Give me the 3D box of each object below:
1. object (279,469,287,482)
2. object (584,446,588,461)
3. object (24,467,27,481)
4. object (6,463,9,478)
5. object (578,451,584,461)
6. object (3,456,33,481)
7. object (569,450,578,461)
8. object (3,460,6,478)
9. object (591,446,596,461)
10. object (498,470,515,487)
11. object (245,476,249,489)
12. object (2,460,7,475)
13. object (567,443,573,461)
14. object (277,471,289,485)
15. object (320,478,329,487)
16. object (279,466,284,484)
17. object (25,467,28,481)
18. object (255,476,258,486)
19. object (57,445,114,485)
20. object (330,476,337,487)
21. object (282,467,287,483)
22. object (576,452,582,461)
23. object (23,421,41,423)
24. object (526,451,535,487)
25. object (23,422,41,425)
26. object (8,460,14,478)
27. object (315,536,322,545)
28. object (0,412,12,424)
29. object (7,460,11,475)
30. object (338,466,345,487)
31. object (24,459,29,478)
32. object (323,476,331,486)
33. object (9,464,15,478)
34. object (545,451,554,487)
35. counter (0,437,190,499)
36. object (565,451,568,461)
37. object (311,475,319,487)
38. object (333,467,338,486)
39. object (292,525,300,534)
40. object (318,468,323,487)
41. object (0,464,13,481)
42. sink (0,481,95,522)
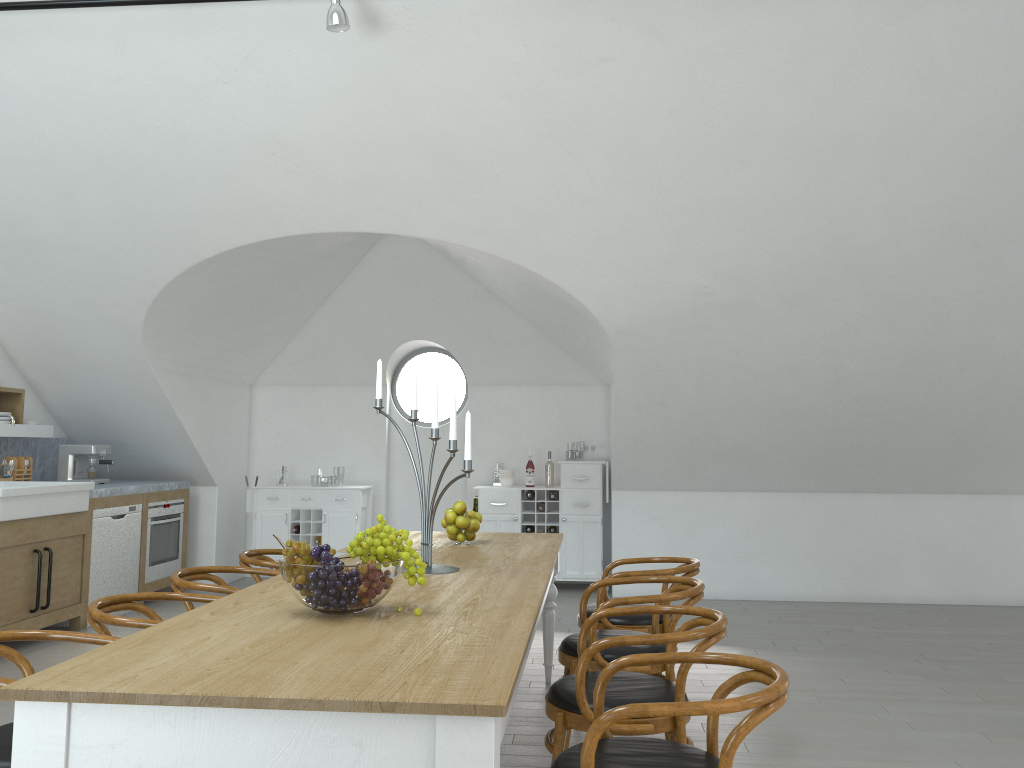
[{"bbox_3d":[-2.173,0.879,8.420,0.097,0.137,0.029,0,-6,8],"label":"object"},{"bbox_3d":[0.682,0.640,8.168,0.046,0.143,0.046,-1,-6,16],"label":"object"},{"bbox_3d":[-3.714,0.675,6.769,0.020,0.197,0.018,-3,-6,27],"label":"object"},{"bbox_3d":[-3.717,0.667,6.521,0.019,0.179,0.044,4,-7,-30],"label":"object"},{"bbox_3d":[0.637,0.670,8.252,0.071,0.099,0.071,-1,-5,13],"label":"object"},{"bbox_3d":[-3.748,0.661,6.725,0.104,0.223,0.199,0,-5,5],"label":"object"},{"bbox_3d":[0.564,0.656,8.101,0.081,0.105,0.081,-4,-7,43],"label":"object"},{"bbox_3d":[-3.735,0.658,6.529,0.019,0.196,0.022,1,-6,-7],"label":"object"},{"bbox_3d":[0.750,0.642,8.194,0.046,0.143,0.046,-1,-6,16],"label":"object"},{"bbox_3d":[-0.050,0.874,8.217,0.154,0.160,0.157,-3,-6,33],"label":"object"},{"bbox_3d":[-2.425,0.981,8.179,0.088,0.269,0.029,3,-6,-21],"label":"object"},{"bbox_3d":[-3.752,0.657,6.551,0.042,0.193,0.040,-5,-8,43],"label":"object"},{"bbox_3d":[0.535,0.629,8.180,0.048,0.170,0.048,-4,-7,38],"label":"object"},{"bbox_3d":[-2.176,0.898,8.410,0.101,0.138,0.066,0,-5,5],"label":"object"},{"bbox_3d":[-1.730,0.906,8.169,0.077,0.085,0.077,1,-5,-7],"label":"object"},{"bbox_3d":[-2.185,0.863,8.419,0.039,0.175,0.054,0,-6,5],"label":"object"},{"bbox_3d":[-3.717,0.676,6.779,0.019,0.196,0.022,0,-6,6],"label":"object"},{"bbox_3d":[-2.370,0.981,8.174,0.088,0.269,0.029,-3,-7,32],"label":"object"},{"bbox_3d":[-3.391,0.651,7.155,0.386,0.321,0.323,0,-5,5],"label":"object"},{"bbox_3d":[-1.652,0.902,8.198,0.071,0.099,0.071,-2,-6,28],"label":"object"},{"bbox_3d":[-2.154,0.864,8.402,0.039,0.165,0.024,-1,-6,18],"label":"object"},{"bbox_3d":[0.601,0.671,8.177,0.077,0.085,0.077,-1,-5,13],"label":"object"},{"bbox_3d":[-3.769,0.305,6.877,0.213,0.025,0.213,1,-4,-7],"label":"object"},{"bbox_3d":[0.169,0.791,8.231,0.081,0.330,0.081,0,-6,1],"label":"object"},{"bbox_3d":[-3.769,0.314,6.877,0.213,0.025,0.213,1,-4,-7],"label":"object"},{"bbox_3d":[-3.703,0.657,6.547,0.042,0.193,0.040,-5,-8,41],"label":"object"},{"bbox_3d":[-1.744,1.434,8.114,0.082,0.083,0.316,0,-4,5],"label":"object"},{"bbox_3d":[-3.812,0.182,6.295,0.198,0.196,0.655,0,-4,5],"label":"object"},{"bbox_3d":[-3.722,0.660,6.548,0.023,0.196,0.018,0,-6,0],"label":"object"},{"bbox_3d":[-1.587,0.861,8.235,0.063,0.187,0.063,1,-6,-10],"label":"object"},{"bbox_3d":[-3.706,0.671,6.755,0.040,0.193,0.042,4,-7,-34],"label":"object"},{"bbox_3d":[-1.718,0.909,8.261,0.094,0.094,0.093,1,-5,-7],"label":"object"},{"bbox_3d":[-3.709,0.670,6.558,0.044,0.179,0.019,1,-6,-10],"label":"object"},{"bbox_3d":[0.348,0.790,8.209,0.085,0.332,0.085,4,-7,-36],"label":"object"},{"bbox_3d":[-3.602,0.389,4.776,0.961,0.621,6.558,0,-4,5],"label":"counter"},{"bbox_3d":[0.545,0.672,8.251,0.093,0.094,0.094,-3,-6,38],"label":"object"},{"bbox_3d":[-1.811,0.894,8.141,0.082,0.105,0.081,-1,-5,18],"label":"object"},{"bbox_3d":[-1.640,0.867,8.270,0.054,0.179,0.054,2,-6,-17],"label":"object"},{"bbox_3d":[-1.945,1.329,8.105,0.082,0.085,0.316,0,-4,6],"label":"object"},{"bbox_3d":[-1.778,0.867,8.219,0.048,0.170,0.048,1,-6,-7],"label":"object"},{"bbox_3d":[-3.757,0.671,6.501,0.100,0.172,0.172,0,-5,7],"label":"object"},{"bbox_3d":[-3.341,0.756,5.773,0.727,0.202,1.018,0,-4,5],"label":"sink"}]
